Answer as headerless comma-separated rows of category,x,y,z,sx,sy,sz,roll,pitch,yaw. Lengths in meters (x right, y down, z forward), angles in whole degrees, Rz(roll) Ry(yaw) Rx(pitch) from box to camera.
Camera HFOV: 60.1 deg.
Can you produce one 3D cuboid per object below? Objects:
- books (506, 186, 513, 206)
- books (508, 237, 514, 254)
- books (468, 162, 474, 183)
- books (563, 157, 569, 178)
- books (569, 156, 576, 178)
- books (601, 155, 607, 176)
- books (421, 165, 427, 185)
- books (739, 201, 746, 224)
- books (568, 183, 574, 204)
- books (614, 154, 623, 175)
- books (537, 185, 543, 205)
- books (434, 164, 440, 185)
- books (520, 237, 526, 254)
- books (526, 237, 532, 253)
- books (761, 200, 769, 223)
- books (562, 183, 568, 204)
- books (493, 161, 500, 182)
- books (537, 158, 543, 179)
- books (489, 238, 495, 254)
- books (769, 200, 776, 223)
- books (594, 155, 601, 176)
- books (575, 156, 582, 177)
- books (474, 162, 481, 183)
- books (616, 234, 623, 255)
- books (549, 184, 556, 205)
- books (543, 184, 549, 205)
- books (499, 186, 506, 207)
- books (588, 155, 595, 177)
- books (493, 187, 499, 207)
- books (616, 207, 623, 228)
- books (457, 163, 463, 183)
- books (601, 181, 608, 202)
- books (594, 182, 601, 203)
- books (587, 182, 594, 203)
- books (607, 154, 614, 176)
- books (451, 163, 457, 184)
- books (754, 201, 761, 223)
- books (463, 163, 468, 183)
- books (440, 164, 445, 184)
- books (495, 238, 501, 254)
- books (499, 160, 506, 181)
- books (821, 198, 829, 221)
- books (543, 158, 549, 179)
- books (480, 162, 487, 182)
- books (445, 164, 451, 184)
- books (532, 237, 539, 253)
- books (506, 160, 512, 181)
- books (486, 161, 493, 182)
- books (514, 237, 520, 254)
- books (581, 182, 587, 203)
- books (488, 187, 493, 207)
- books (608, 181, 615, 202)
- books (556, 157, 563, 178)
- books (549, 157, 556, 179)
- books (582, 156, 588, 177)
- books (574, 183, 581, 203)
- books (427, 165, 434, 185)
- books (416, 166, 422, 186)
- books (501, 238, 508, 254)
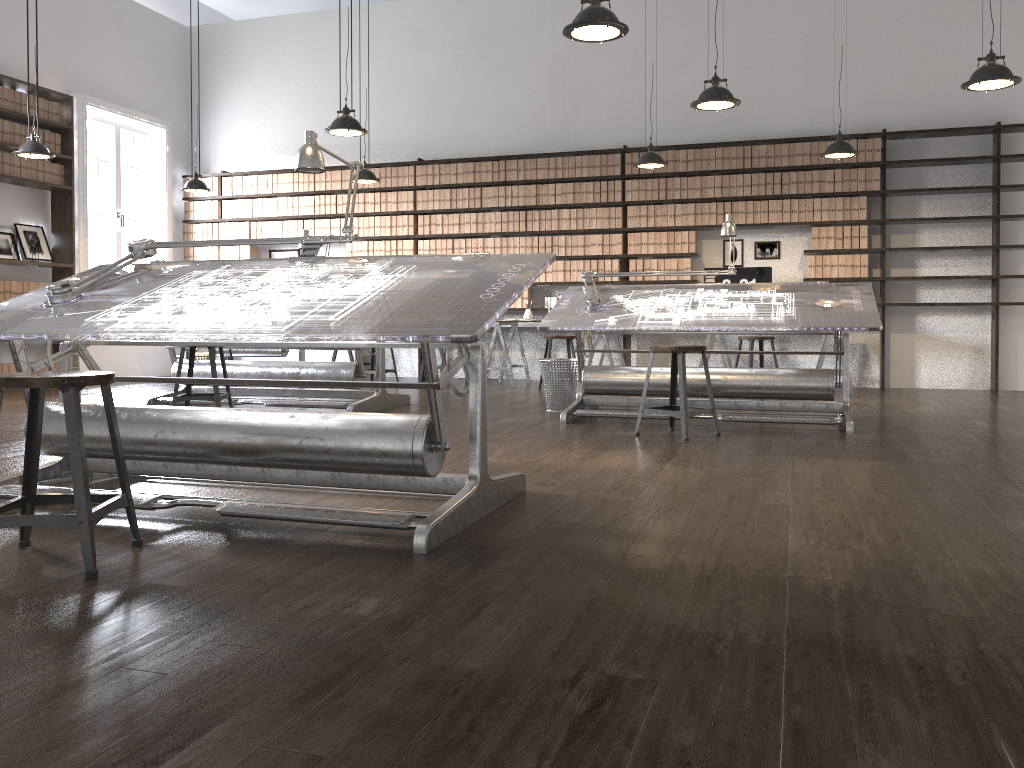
books,-0.010,-2.024,9.613,0.067,0.225,0.175,0,2,18
books,0.009,-1.472,9.622,0.067,0.225,0.175,0,2,18
books,-0.419,-2.309,9.736,0.067,0.225,0.175,0,2,18
books,0.592,-2.288,9.418,0.067,0.225,0.175,0,2,18
books,0.658,-2.286,9.395,0.067,0.225,0.175,0,2,18
books,0.981,-2.280,9.291,0.067,0.225,0.175,0,2,18
books,-0.949,-2.321,9.906,0.067,0.225,0.175,0,2,18
books,2.311,-1.705,8.867,0.067,0.225,0.175,0,2,18
books,0.644,-2.009,9.399,0.067,0.225,0.175,0,2,18
books,1.115,-2.276,9.244,0.067,0.225,0.175,0,2,18
books,0.321,-2.017,9.511,0.067,0.225,0.175,0,2,18
books,-0.810,-2.318,9.865,0.067,0.225,0.175,0,2,18
books,0.143,-1.469,9.571,0.067,0.225,0.175,0,2,18
books,0.211,-1.467,9.549,0.067,0.225,0.175,0,2,18
books,2.514,-1.701,8.808,0.067,0.225,0.175,0,2,18
books,0.582,-2.011,9.424,0.067,0.225,0.175,0,2,18
books,-0.150,-2.304,9.656,0.067,0.225,0.175,0,2,18
books,0.326,-2.294,9.500,0.067,0.225,0.175,0,2,18
books,-0.194,-1.476,9.683,0.067,0.225,0.175,0,2,18
books,2.585,-1.700,8.784,0.067,0.225,0.175,0,2,18
books,0.915,-2.280,9.306,0.067,0.225,0.175,0,2,18
books,0.723,-2.285,9.369,0.067,0.225,0.175,0,2,18
books,-0.353,-2.308,9.721,0.067,0.225,0.175,0,2,18
books,1.135,-1.447,9.252,0.067,0.225,0.175,0,2,18
books,0.452,-2.014,9.462,0.067,0.225,0.175,0,2,18
books,0.386,-2.015,9.487,0.067,0.225,0.175,0,2,18
books,-0.080,-2.025,9.632,0.067,0.225,0.175,0,2,18
books,0.853,-2.282,9.331,0.067,0.225,0.175,0,2,18
books,-0.149,-2.027,9.654,0.067,0.225,0.175,0,2,18
books,1.133,-1.725,9.252,0.067,0.225,0.175,0,2,18
books,-0.541,-2.312,9.779,0.067,0.225,0.175,0,2,18
books,0.983,-2.002,9.291,0.067,0.225,0.175,0,2,18
books,0.913,-2.004,9.319,0.067,0.225,0.175,0,2,18
books,0.844,-2.005,9.337,0.067,0.225,0.175,0,2,18
books,1.049,-2.278,9.270,0.067,0.225,0.175,0,2,18
books,-0.611,-2.314,9.799,0.067,0.225,0.175,0,2,18
books,2.448,-1.703,8.831,0.067,0.225,0.175,0,2,18
books,-0.481,-2.311,9.761,0.067,0.225,0.175,0,2,18
books,-0.743,-2.317,9.848,0.067,0.225,0.175,0,2,18
books,-0.126,-1.475,9.659,0.067,0.225,0.175,0,2,18
books,-0.081,-2.302,9.628,0.067,0.225,0.175,0,2,18
books,3.051,-1.689,8.632,0.067,0.225,0.175,0,2,18
books,0.385,-2.292,9.477,0.067,0.225,0.175,0,2,18
books,-0.285,-2.307,9.699,0.067,0.225,0.175,0,2,18
books,-0.677,-2.315,9.824,0.067,0.225,0.175,0,2,18
books,0.273,-1.466,9.534,0.067,0.225,0.175,0,2,18
books,-0.008,-2.301,9.611,0.067,0.225,0.175,0,2,18
books,-0.219,-2.305,9.674,0.067,0.225,0.175,0,2,18
books,0.075,-1.471,9.597,0.067,0.225,0.175,0,2,18
books,0.778,-2.007,9.362,0.067,0.225,0.175,0,2,18
books,-0.208,-2.028,9.678,0.067,0.225,0.175,0,2,18
books,1.055,-2.001,9.274,0.067,0.225,0.175,0,2,18
books,0.524,-2.289,9.436,0.067,0.225,0.175,0,2,18
books,0.454,-2.290,9.455,0.067,0.225,0.175,0,2,18
books,0.793,-2.283,9.349,0.067,0.225,0.175,0,2,18
books,0.710,-2.009,9.384,0.067,0.225,0.175,0,2,18
books,-0.880,-2.319,9.884,0.067,0.225,0.175,0,2,18
books,-1.008,-2.322,9.930,0.067,0.225,0.175,0,2,18
books,-0.058,-1.474,9.641,0.067,0.225,0.175,0,2,18
